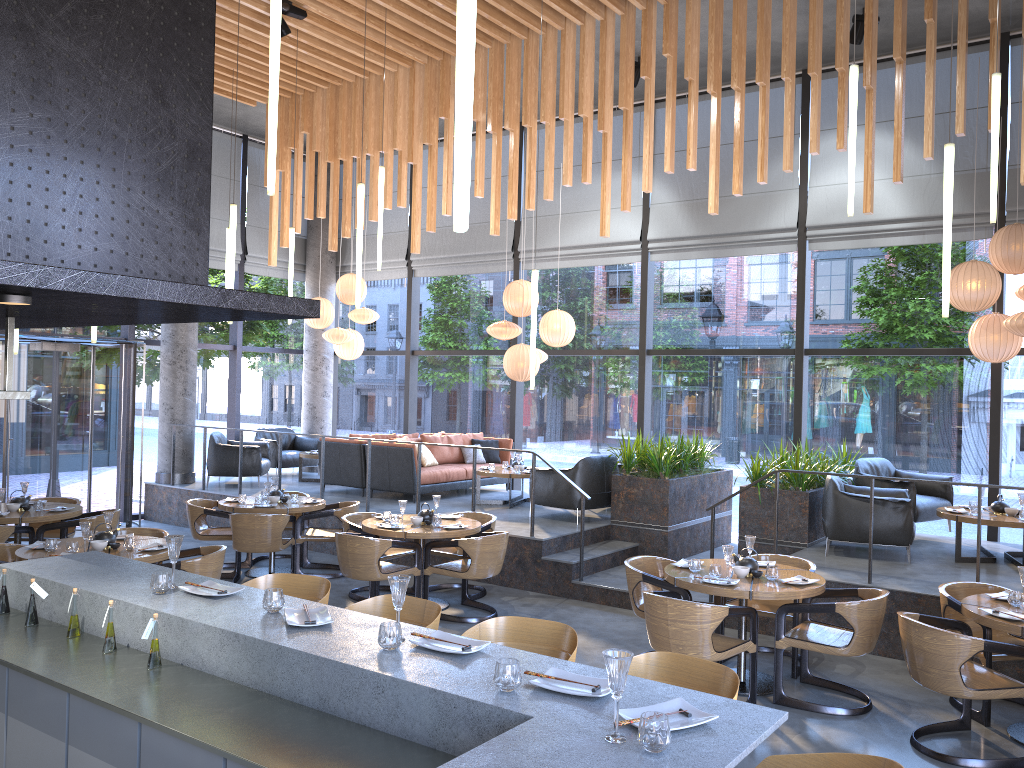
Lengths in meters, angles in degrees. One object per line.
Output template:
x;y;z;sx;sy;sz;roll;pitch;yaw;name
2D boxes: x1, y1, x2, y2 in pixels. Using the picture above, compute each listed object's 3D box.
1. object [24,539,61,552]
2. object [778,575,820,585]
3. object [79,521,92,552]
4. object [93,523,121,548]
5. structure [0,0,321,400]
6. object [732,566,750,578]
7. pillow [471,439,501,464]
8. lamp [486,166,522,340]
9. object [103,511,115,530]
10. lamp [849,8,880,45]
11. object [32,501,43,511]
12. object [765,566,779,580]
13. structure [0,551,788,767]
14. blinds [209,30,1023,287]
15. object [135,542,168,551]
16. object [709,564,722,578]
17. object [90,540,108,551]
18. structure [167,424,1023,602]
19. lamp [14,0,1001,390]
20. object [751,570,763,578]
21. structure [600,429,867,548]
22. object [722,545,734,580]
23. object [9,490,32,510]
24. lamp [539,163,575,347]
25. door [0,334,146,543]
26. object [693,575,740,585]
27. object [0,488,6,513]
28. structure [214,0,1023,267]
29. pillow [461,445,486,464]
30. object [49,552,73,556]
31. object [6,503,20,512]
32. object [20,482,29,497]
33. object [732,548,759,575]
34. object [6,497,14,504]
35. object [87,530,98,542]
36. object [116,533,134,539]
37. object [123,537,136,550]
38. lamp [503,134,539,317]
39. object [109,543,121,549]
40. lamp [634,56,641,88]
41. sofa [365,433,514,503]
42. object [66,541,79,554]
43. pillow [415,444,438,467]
-3.416;1.161;6.503;0.253;0.086;0.335;2;0;-7;object
1.911;1.328;5.966;0.294;0.025;0.170;2;0;-35;object
-3.041;1.099;6.318;0.082;0.227;0.082;2;0;-34;object
-3.038;1.125;6.619;0.163;0.179;0.168;1;0;1;object
-5.772;-1.006;4.371;8.600;2.382;4.958;1;0;35;structure
1.582;1.301;6.129;0.116;0.065;0.116;1;0;14;object
-0.381;0.966;12.743;0.418;0.345;0.242;2;0;-14;pillow
-0.074;-1.705;11.559;0.467;2.271;0.467;2;0;-2;lamp
-3.105;1.100;6.824;0.082;0.227;0.082;1;0;29;object
3.498;-3.564;8.895;0.273;0.367;0.300;2;0;-9;lamp
-4.434;1.143;8.294;0.086;0.086;0.086;2;0;-6;object
1.773;1.294;6.052;0.086;0.086;0.086;1;0;38;object
-4.273;1.220;3.147;8.945;1.400;4.889;1;0;35;structure
-2.849;-2.754;10.869;17.610;2.314;8.760;2;0;-11;blinds
-2.657;1.212;6.553;0.170;0.025;0.294;1;0;16;object
1.392;1.284;6.073;0.086;0.086;0.086;2;0;-30;object
-3.015;1.182;6.472;0.116;0.065;0.116;1;0;20;object
-2.555;-0.207;5.374;11.718;4.117;9.054;1;0;35;structure
-1.950;-5.115;4.383;8.975;10.231;8.774;1;0;34;lamp
1.692;1.315;6.120;0.080;0.042;0.080;2;0;-1;object
-3.745;1.156;8.792;15.715;1.608;4.306;2;0;-16;structure
1.466;1.215;6.027;0.082;0.227;0.082;1;0;5;object
-4.651;1.091;8.378;0.168;0.179;0.163;2;0;-3;object
-0.297;-2.073;8.265;0.468;3.124;6.999;1;0;16;lamp
-5.995;0.651;11.574;2.186;2.526;2.186;2;0;-35;door
1.354;1.314;5.925;0.294;0.025;0.170;1;0;32;object
-4.656;1.065;8.079;0.082;0.227;0.082;2;0;-22;object
-2.239;-0.972;5.041;10.399;5.894;10.127;1;0;35;structure
-0.553;0.993;12.517;0.332;0.263;0.203;2;0;-35;pillow
-3.064;1.199;6.170;0.294;0.025;0.170;2;0;-7;object
-4.631;1.148;8.233;0.116;0.065;0.116;1;0;20;object
-4.721;1.066;8.585;0.082;0.227;0.082;1;0;29;object
1.658;1.246;6.258;0.163;0.179;0.168;2;0;-17;object
-4.819;1.134;8.541;0.086;0.086;0.086;1;0;28;object
-3.203;1.168;6.781;0.086;0.086;0.086;2;0;-17;object
-3.129;1.201;6.956;0.294;0.025;0.170;2;0;-19;object
-2.818;1.176;6.533;0.086;0.086;0.086;2;0;-1;object
0.138;-2.048;11.434;0.465;2.374;0.465;2;0;-32;lamp
-2.924;1.196;6.534;0.080;0.042;0.080;1;0;20;object
1.438;-3.611;10.325;0.273;0.367;0.300;2;0;-36;lamp
-0.943;1.104;12.172;0.864;0.811;2.226;1;0;35;sofa
-3.127;1.167;6.309;0.086;0.086;0.086;1;0;21;object
-1.181;0.946;11.866;0.289;0.311;0.393;1;0;16;pillow
